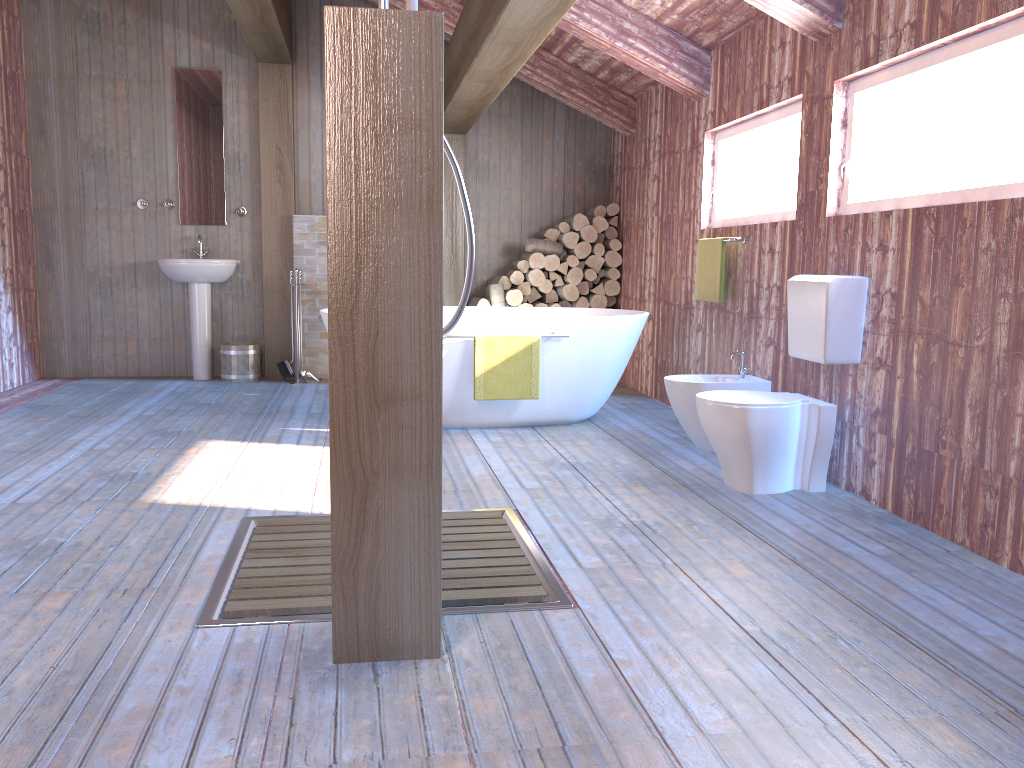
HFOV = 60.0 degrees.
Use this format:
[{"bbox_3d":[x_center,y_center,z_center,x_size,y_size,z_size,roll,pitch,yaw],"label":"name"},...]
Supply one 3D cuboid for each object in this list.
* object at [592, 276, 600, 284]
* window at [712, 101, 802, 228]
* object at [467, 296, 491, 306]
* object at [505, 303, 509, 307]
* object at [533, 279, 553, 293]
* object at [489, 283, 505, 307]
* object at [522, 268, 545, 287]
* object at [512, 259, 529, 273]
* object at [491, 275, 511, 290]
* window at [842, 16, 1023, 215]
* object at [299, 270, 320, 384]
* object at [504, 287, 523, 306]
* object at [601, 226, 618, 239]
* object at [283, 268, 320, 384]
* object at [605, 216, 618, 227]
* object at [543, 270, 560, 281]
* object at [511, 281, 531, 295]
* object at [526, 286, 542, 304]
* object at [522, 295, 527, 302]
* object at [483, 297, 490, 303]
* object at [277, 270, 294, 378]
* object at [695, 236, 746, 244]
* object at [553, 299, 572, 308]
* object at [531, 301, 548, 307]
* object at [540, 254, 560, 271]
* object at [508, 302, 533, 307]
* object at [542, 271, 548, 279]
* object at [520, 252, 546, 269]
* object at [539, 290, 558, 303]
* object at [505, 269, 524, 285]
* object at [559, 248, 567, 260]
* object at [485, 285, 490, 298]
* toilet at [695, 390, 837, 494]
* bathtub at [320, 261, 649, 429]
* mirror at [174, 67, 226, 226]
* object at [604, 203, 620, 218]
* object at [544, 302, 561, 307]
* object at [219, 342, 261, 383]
[{"bbox_3d":[0.674,-0.865,7.359,0.067,0.069,0.177,0,8,-9],"label":"object"},{"bbox_3d":[1.348,-1.155,4.811,0.054,0.587,1.255,0,8,-9],"label":"window"},{"bbox_3d":[-0.269,-0.639,7.251,0.139,0.137,0.455,-1,8,-11],"label":"object"},{"bbox_3d":[-0.093,-0.635,7.366,0.121,0.124,0.291,0,8,-9],"label":"object"},{"bbox_3d":[0.251,-0.813,7.301,0.115,0.123,0.291,0,8,-9],"label":"object"},{"bbox_3d":[-0.116,-0.655,7.089,0.147,0.298,0.109,0,8,-7],"label":"object"},{"bbox_3d":[0.155,-0.877,7.278,0.141,0.143,0.437,-1,8,-11],"label":"object"},{"bbox_3d":[0.072,-0.966,7.262,0.106,0.112,0.282,0,8,-9],"label":"object"},{"bbox_3d":[-0.091,-0.834,7.286,0.114,0.113,0.301,-1,8,-12],"label":"object"},{"bbox_3d":[1.582,-0.947,3.297,0.054,0.587,1.255,0,8,-9],"label":"window"},{"bbox_3d":[-1.621,-0.450,6.906,0.206,0.871,0.126,6,9,33],"label":"object"},{"bbox_3d":[-0.014,-0.721,7.273,0.138,0.147,0.440,0,8,-9],"label":"object"},{"bbox_3d":[0.794,-1.253,7.377,0.107,0.115,0.269,0,8,-8],"label":"object"},{"bbox_3d":[-1.706,-0.460,6.955,0.276,0.888,0.333,6,9,32],"label":"object"},{"bbox_3d":[0.801,-1.350,7.380,0.081,0.100,0.281,0,8,-10],"label":"object"},{"bbox_3d":[0.323,-0.890,7.306,0.088,0.092,0.280,0,8,-9],"label":"object"},{"bbox_3d":[0.073,-0.788,7.288,0.111,0.113,0.301,-1,8,-10],"label":"object"},{"bbox_3d":[0.157,-0.749,7.397,0.128,0.150,0.323,0,8,-9],"label":"object"},{"bbox_3d":[0.078,-0.708,7.300,0.064,0.068,0.174,-1,8,-10],"label":"object"},{"bbox_3d":[-0.193,-0.677,7.358,0.099,0.093,0.280,0,8,-9],"label":"object"},{"bbox_3d":[-1.767,-0.463,6.892,0.136,0.846,0.062,-3,9,-28],"label":"object"},{"bbox_3d":[1.173,-0.817,5.056,0.091,0.043,0.581,0,8,-9],"label":"object"},{"bbox_3d":[0.408,-0.652,7.455,0.116,0.118,0.289,-1,8,-12],"label":"object"},{"bbox_3d":[0.211,-0.624,7.328,0.114,0.120,0.303,0,8,-9],"label":"object"},{"bbox_3d":[0.282,-1.000,7.289,0.138,0.147,0.440,0,8,-9],"label":"object"},{"bbox_3d":[0.068,-0.616,7.317,0.139,0.148,0.458,0,8,-9],"label":"object"},{"bbox_3d":[0.251,-0.897,7.277,0.057,0.061,0.156,-1,8,-10],"label":"object"},{"bbox_3d":[0.169,-1.013,7.268,0.135,0.145,0.439,0,8,-9],"label":"object"},{"bbox_3d":[0.304,-0.736,7.426,0.104,0.127,0.321,0,8,-9],"label":"object"},{"bbox_3d":[0.020,-0.874,7.250,0.115,0.123,0.291,0,8,-9],"label":"object"},{"bbox_3d":[0.368,-1.091,7.388,0.121,0.124,0.291,0,8,-9],"label":"object"},{"bbox_3d":[-0.151,-0.759,7.356,0.108,0.113,0.302,0,8,-9],"label":"object"},{"bbox_3d":[1.048,0.249,3.812,0.534,0.400,0.375,0,8,-9],"label":"toilet"},{"bbox_3d":[-0.167,-0.331,5.364,1.935,1.109,1.460,2,8,12],"label":"bathtub"},{"bbox_3d":[-2.441,-1.854,6.956,0.350,1.199,0.009,-1,8,-10],"label":"mirror"},{"bbox_3d":[0.801,-1.433,7.353,0.112,0.113,0.271,0,8,-9],"label":"object"},{"bbox_3d":[0.314,-0.628,7.340,0.098,0.100,0.437,-1,8,-11],"label":"object"},{"bbox_3d":[-2.144,-0.172,6.999,0.309,0.290,0.308,1,8,1],"label":"object"}]
